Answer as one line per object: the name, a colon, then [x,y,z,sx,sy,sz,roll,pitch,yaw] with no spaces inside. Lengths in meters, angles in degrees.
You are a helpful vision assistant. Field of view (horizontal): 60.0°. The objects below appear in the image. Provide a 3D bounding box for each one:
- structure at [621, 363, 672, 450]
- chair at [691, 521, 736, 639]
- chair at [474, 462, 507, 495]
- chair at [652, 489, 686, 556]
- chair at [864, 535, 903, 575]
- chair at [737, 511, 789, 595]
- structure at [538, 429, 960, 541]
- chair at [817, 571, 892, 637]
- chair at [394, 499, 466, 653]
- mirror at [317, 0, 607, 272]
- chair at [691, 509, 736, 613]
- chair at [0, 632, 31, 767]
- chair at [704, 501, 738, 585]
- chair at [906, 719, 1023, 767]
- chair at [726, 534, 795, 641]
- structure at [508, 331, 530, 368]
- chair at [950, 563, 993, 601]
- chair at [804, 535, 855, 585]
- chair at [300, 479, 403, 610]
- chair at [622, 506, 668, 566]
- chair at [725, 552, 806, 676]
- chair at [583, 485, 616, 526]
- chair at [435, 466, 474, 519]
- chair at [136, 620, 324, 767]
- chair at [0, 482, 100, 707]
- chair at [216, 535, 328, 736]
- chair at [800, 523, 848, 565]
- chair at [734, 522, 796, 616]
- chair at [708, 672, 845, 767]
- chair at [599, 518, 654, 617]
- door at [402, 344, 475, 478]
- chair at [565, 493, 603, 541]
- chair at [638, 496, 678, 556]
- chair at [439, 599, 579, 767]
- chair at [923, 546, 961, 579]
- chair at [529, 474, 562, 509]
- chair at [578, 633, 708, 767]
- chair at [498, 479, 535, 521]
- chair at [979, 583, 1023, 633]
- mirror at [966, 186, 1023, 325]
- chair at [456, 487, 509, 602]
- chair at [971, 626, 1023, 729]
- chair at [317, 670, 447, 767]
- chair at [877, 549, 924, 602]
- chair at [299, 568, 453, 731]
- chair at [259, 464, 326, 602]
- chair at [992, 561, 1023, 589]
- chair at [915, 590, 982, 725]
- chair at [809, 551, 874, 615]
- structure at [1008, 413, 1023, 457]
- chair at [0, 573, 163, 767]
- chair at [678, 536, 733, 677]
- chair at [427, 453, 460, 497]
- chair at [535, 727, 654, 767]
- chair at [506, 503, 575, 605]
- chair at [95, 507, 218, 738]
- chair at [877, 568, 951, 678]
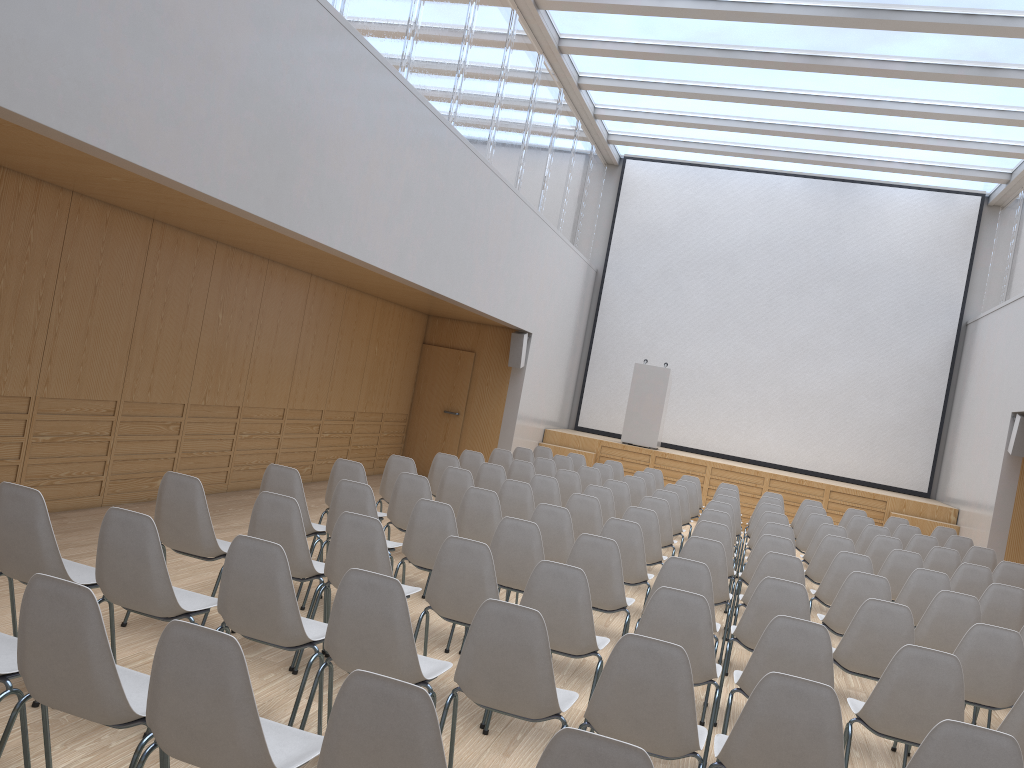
structure: [2.309,0.385,15.104,0.605,1.379,0.605,10,0,16]
chair: [1.559,1.517,7.118,0.479,0.876,0.506,10,0,16]
chair: [-0.190,1.201,8.640,0.479,0.876,0.506,10,0,16]
chair: [1.548,1.518,9.160,0.479,0.876,0.506,10,0,16]
chair: [3.538,1.880,8.589,0.479,0.876,0.506,10,0,16]
chair: [2.572,1.704,8.916,0.479,0.876,0.506,10,0,16]
structure: [3.732,1.867,14.865,6.551,1.027,2.729,10,0,16]
chair: [2.251,1.642,5.841,0.479,0.876,0.506,10,0,16]
chair: [-0.470,1.146,5.561,0.479,0.876,0.506,10,0,16]
mirror: [-0.683,-3.638,8.515,0.253,2.090,17.830,10,0,16]
chair: [1.805,1.563,8.087,0.479,0.876,0.506,10,0,16]
chair: [-1.772,0.905,2.859,0.479,0.876,0.506,10,0,16]
chair: [2.053,1.610,8.994,0.479,0.876,0.506,10,0,16]
chair: [1.413,1.486,2.942,0.479,0.876,0.506,10,0,16]
chair: [2.006,1.599,6.971,0.479,0.876,0.506,10,0,16]
structure: [0.097,-0.509,13.203,0.196,0.542,0.368,10,0,16]
chair: [3.799,1.926,7.514,0.479,0.876,0.506,10,0,16]
chair: [2.772,1.739,7.770,0.479,0.876,0.506,10,0,16]
chair: [-0.985,1.052,5.770,0.479,0.876,0.506,10,0,16]
chair: [1.016,1.419,7.213,0.479,0.876,0.506,10,0,16]
chair: [1.767,1.554,6.029,0.479,0.876,0.506,10,0,16]
chair: [0.794,1.379,8.358,0.479,0.876,0.506,10,0,16]
chair: [-0.456,1.151,7.697,0.479,0.876,0.506,10,0,16]
chair: [-0.819,1.079,2.565,0.479,0.876,0.506,10,0,16]
chair: [-2.031,0.860,3.888,0.479,0.876,0.506,10,0,16]
chair: [-0.997,1.048,3.705,0.479,0.876,0.506,10,0,16]
chair: [3.076,1.796,8.742,0.479,0.876,0.506,10,0,16]
chair: [2.308,1.655,7.924,0.479,0.876,0.506,10,0,16]
chair: [0.930,1.398,3.123,0.479,0.876,0.506,10,0,16]
chair: [0.757,1.370,6.290,0.479,0.876,0.506,10,0,16]
door: [-1.168,0.445,13.633,0.873,2.024,0.108,10,0,16]
chair: [0.583,1.340,7.408,0.479,0.876,0.506,10,0,16]
chair: [1.290,1.470,8.245,0.479,0.876,0.506,10,0,16]
chair: [-0.005,1.228,3.410,0.479,0.876,0.506,10,0,16]
chair: [4.034,1.970,8.496,0.479,0.876,0.506,10,0,16]
chair: [0.300,1.289,8.415,0.479,0.876,0.506,10,0,16]
chair: [0.479,1.316,3.282,0.479,0.876,0.506,10,0,16]
chair: [0.038,1.241,7.536,0.479,0.876,0.506,10,0,16]
chair: [3.514,1.873,6.538,0.479,0.876,0.506,10,0,16]
mirror: [5.746,-2.469,6.670,0.253,2.090,17.830,10,0,16]
chair: [-0.219,1.193,6.589,0.479,0.876,0.506,10,0,16]
chair: [3.268,1.827,5.588,0.479,0.876,0.506,10,0,16]
chair: [-0.312,1.171,2.440,0.479,0.876,0.506,10,0,16]
chair: [3.272,1.830,7.605,0.479,0.876,0.506,10,0,16]
chair: [-0.514,1.135,3.495,0.479,0.876,0.506,10,0,16]
chair: [-1.465,0.965,5.889,0.479,0.876,0.506,10,0,16]
chair: [4.544,2.063,8.279,0.479,0.876,0.506,10,0,16]
chair: [2.752,1.733,5.717,0.479,0.876,0.506,10,0,16]
chair: [2.520,1.692,6.781,0.479,0.876,0.506,10,0,16]
structure: [6.528,0.660,11.357,0.196,0.542,0.368,10,0,16]
chair: [-1.280,0.995,2.747,0.479,0.876,0.506,10,0,16]
chair: [1.275,1.464,6.100,0.479,0.876,0.506,10,0,16]
chair: [-0.634,1.120,8.797,0.479,0.876,0.506,10,0,16]
chair: [0.205,1.265,2.311,0.479,0.876,0.506,10,0,16]
chair: [0.279,1.283,6.385,0.479,0.876,0.506,10,0,16]
chair: [-1.535,0.950,3.788,0.479,0.876,0.506,10,0,16]
chair: [3.003,1.780,6.600,0.479,0.876,0.506,10,0,16]
